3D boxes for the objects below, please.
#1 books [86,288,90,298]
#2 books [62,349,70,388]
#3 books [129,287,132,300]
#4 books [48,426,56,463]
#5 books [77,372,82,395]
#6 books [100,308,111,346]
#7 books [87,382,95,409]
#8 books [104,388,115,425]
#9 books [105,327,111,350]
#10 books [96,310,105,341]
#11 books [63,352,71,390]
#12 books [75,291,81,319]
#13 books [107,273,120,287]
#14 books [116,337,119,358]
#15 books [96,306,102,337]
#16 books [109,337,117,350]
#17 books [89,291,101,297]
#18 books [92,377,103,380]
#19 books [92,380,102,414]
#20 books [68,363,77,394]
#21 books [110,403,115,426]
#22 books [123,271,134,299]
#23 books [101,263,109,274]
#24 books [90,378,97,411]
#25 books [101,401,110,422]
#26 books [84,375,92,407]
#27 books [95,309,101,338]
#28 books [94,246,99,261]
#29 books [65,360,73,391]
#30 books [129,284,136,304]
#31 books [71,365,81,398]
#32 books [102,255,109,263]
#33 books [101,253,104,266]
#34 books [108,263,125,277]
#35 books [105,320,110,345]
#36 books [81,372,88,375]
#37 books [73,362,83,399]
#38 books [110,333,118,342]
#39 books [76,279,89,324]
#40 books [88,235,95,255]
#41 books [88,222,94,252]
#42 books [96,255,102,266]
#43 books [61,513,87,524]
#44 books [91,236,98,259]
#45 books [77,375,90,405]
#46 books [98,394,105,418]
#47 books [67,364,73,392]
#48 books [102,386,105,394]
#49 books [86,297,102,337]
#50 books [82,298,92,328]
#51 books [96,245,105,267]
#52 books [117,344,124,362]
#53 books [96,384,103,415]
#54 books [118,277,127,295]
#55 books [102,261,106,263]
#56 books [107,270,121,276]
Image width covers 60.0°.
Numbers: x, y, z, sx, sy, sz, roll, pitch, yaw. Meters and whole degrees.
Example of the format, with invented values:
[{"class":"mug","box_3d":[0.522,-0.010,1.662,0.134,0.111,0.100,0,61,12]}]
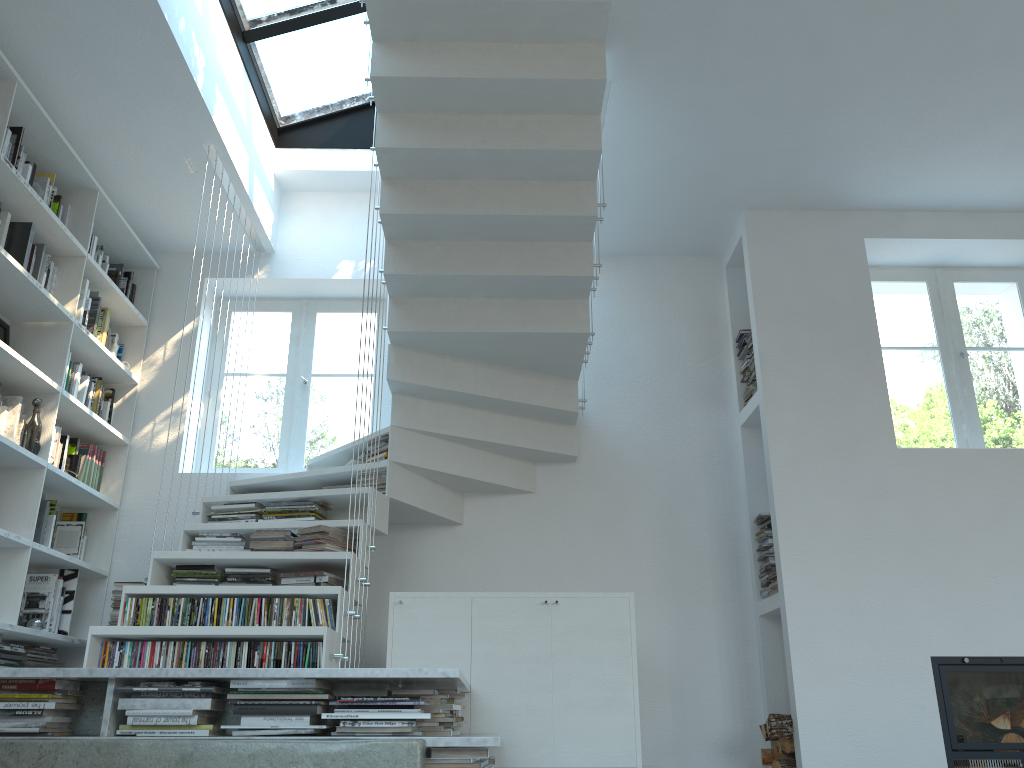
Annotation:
[{"class":"books","box_3d":[-2.285,-0.376,4.583,0.158,0.262,0.023,0,-21,-1]},{"class":"books","box_3d":[-2.337,-0.047,4.451,0.185,0.284,0.014,0,-21,-1]},{"class":"books","box_3d":[-2.365,-0.497,5.264,0.185,0.247,0.014,0,-21,-1]},{"class":"books","box_3d":[-2.345,0.322,4.335,0.180,0.244,0.026,0,-21,-1]},{"class":"books","box_3d":[-2.372,0.055,4.674,0.161,0.253,0.012,0,-21,-1]},{"class":"books","box_3d":[-2.304,-0.294,4.768,0.247,0.241,0.042,0,-21,-1]},{"class":"books","box_3d":[-2.369,0.109,4.813,0.160,0.251,0.025,0,-21,-1]},{"class":"books","box_3d":[-2.361,0.167,5.018,0.186,0.291,0.042,0,-21,-1]},{"class":"books","box_3d":[-2.363,-0.205,5.015,0.154,0.253,0.070,0,-21,-1]},{"class":"books","box_3d":[-2.281,-0.294,4.739,0.174,0.221,0.013,0,-21,-1]},{"class":"books","box_3d":[-2.352,-0.028,4.511,0.165,0.291,0.012,0,-21,-1]},{"class":"books","box_3d":[-2.271,-0.393,4.459,0.165,0.204,0.024,0,-21,-1]},{"class":"books","box_3d":[-2.351,-0.542,5.072,0.186,0.192,0.024,0,-21,-1]},{"class":"books","box_3d":[-2.372,-0.155,5.135,0.160,0.245,0.040,0,-21,-1]},{"class":"books","box_3d":[-2.291,-0.306,4.730,0.165,0.237,0.013,0,-21,-1]},{"class":"books","box_3d":[-2.362,-0.169,5.052,0.180,0.212,0.023,0,-21,-1]},{"class":"books","box_3d":[-2.280,-0.352,4.691,0.152,0.295,0.022,0,-21,-1]},{"class":"books","box_3d":[-2.380,0.118,4.941,0.140,0.329,0.013,0,-21,-1]},{"class":"books","box_3d":[-2.358,0.110,4.847,0.188,0.276,0.013,0,-21,-1]},{"class":"books","box_3d":[-2.353,0.017,4.583,0.156,0.258,0.024,0,-21,-1]},{"class":"books","box_3d":[-2.363,0.213,5.034,0.184,0.218,0.022,0,-21,-1]},{"class":"books","box_3d":[-2.347,-0.533,5.225,0.189,0.285,0.014,0,-21,-1]},{"class":"books","box_3d":[-2.365,-0.592,4.969,0.163,0.211,0.058,0,-21,-1]},{"class":"books","box_3d":[-2.361,0.102,4.836,0.151,0.282,0.012,0,-21,-1]},{"class":"books","box_3d":[-2.355,0.193,4.949,0.192,0.194,0.029,0,-21,-1]},{"class":"books","box_3d":[-2.359,0.076,4.733,0.184,0.257,0.023,0,-21,-1]},{"class":"books","box_3d":[-2.284,-0.304,4.692,0.184,0.205,0.014,0,-21,-1]},{"class":"books","box_3d":[-2.361,-0.646,4.864,0.143,0.236,0.025,0,-21,-1]},{"class":"books","box_3d":[-2.353,0.001,4.542,0.158,0.259,0.013,0,-21,-1]},{"class":"books","box_3d":[-2.352,-0.485,5.281,0.187,0.236,0.025,0,-21,-1]},{"class":"books","box_3d":[-2.351,0.024,4.605,0.172,0.261,0.022,0,-21,-1]},{"class":"books","box_3d":[-2.376,-0.598,5.043,0.132,0.276,0.069,0,-21,-1]},{"class":"books","box_3d":[-2.368,-0.629,4.944,0.143,0.262,0.015,0,-21,-1]},{"class":"books","box_3d":[-2.372,-0.563,5.185,0.161,0.312,0.014,0,-21,-1]},{"class":"books","box_3d":[-2.366,-0.237,4.977,0.163,0.286,0.024,0,-21,-1]},{"class":"books","box_3d":[-2.379,0.072,4.770,0.132,0.290,0.024,0,-21,-1]},{"class":"books","box_3d":[-2.357,0.024,4.633,0.166,0.282,0.030,0,-21,-1]},{"class":"books","box_3d":[-2.372,-0.172,5.105,0.163,0.257,0.029,0,-21,-1]},{"class":"books","box_3d":[-2.263,-0.411,4.493,0.189,0.262,0.026,0,-21,-1]},{"class":"books","box_3d":[-2.359,-0.689,4.783,0.163,0.258,0.022,0,-21,-1]},{"class":"books","box_3d":[-2.353,-0.731,4.738,0.184,0.305,0.012,0,-21,-1]},{"class":"books","box_3d":[-2.365,-0.618,4.897,0.163,0.207,0.026,0,-21,-1]},{"class":"books","box_3d":[-2.387,0.852,4.789,0.129,0.314,0.013,0,-21,-1]},{"class":"books","box_3d":[-2.360,-0.682,4.808,0.179,0.263,0.029,0,-21,-1]},{"class":"books","box_3d":[-2.352,0.070,4.700,0.177,0.244,0.045,0,-21,-1]},{"class":"books","box_3d":[-2.354,0.157,4.880,0.188,0.210,0.025,0,-21,-1]},{"class":"books","box_3d":[-2.362,0.003,4.562,0.152,0.269,0.025,0,-21,-1]},{"class":"books","box_3d":[-2.371,0.144,4.945,0.149,0.282,0.013,0,-21,-1]},{"class":"books","box_3d":[-2.275,-0.340,4.663,0.189,0.252,0.023,0,-21,-1]},{"class":"books","box_3d":[-2.270,-0.352,4.550,0.190,0.193,0.024,0,-21,-1]},{"class":"books","box_3d":[-2.372,-0.644,4.936,0.159,0.284,0.012,0,-21,-1]},{"class":"books","box_3d":[-2.355,-0.131,5.154,0.170,0.215,0.011,0,-21,-1]},{"class":"books","box_3d":[-2.355,0.121,4.864,0.173,0.267,0.029,0,-21,-1]},{"class":"books","box_3d":[-2.349,-0.522,5.156,0.192,0.215,0.012,0,-21,-1]},{"class":"books","box_3d":[-2.379,-0.591,5.005,0.131,0.234,0.010,0,-21,-1]},{"class":"books","box_3d":[-2.368,-0.551,5.124,0.160,0.246,0.068,0,-21,-1]}]
